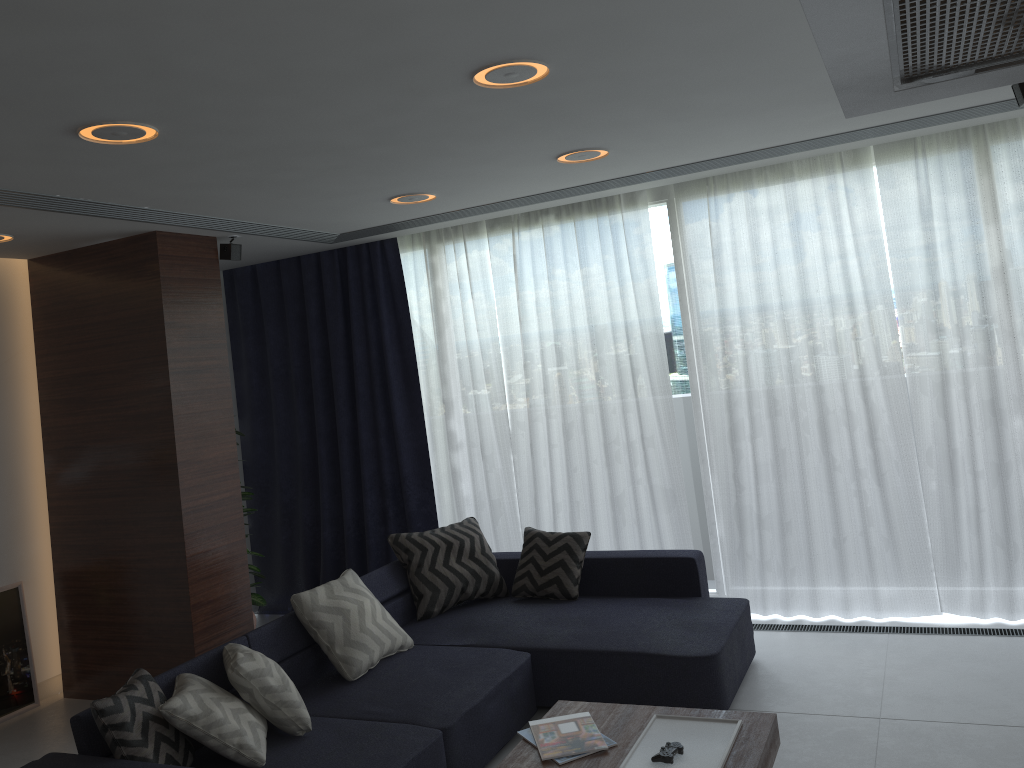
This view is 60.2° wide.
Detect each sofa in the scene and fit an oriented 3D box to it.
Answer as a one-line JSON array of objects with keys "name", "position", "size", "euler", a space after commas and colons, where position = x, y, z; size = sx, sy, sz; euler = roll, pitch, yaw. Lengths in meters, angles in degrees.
[{"name": "sofa", "position": [-0.167, 1.255, 3.736], "size": [1.890, 0.610, 2.880], "euler": [-6, 1, 25]}]

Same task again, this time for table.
[{"name": "table", "position": [0.384, 1.345, 2.784], "size": [0.802, 0.354, 0.802], "euler": [-6, 1, 25]}]

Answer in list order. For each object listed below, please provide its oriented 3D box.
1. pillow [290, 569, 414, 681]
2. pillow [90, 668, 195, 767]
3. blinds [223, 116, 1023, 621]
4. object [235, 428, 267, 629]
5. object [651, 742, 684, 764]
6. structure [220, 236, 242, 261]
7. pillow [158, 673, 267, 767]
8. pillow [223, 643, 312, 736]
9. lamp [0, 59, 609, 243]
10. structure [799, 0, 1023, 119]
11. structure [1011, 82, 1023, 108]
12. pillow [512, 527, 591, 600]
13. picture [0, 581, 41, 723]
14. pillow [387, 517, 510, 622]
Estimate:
[{"name": "pillow", "position": [-0.742, 1.111, 4.114], "size": [0.341, 0.389, 0.496], "euler": [-7, -1, 25]}, {"name": "pillow", "position": [-1.251, 1.202, 3.038], "size": [0.221, 0.387, 0.414], "euler": [-6, -1, -5]}, {"name": "blinds", "position": [-0.114, 0.183, 2.862], "size": [7.100, 2.783, 5.815], "euler": [-6, 1, 29]}, {"name": "object", "position": [-1.876, 0.777, 5.716], "size": [0.504, 1.853, 0.480], "euler": [-6, -3, -7]}, {"name": "object", "position": [0.487, 1.146, 2.757], "size": [0.070, 0.036, 0.113], "euler": [-6, 1, 38]}, {"name": "structure", "position": [-1.684, -0.805, 5.285], "size": [0.114, 0.143, 0.084], "euler": [-8, -2, 30]}, {"name": "pillow", "position": [-1.063, 1.212, 3.198], "size": [0.331, 0.295, 0.414], "euler": [-6, 0, -13]}, {"name": "pillow", "position": [-0.969, 1.186, 3.467], "size": [0.281, 0.352, 0.416], "euler": [-6, -1, -22]}, {"name": "lamp", "position": [-1.369, -0.736, 0.146], "size": [5.333, 0.085, 9.588], "euler": [-6, 2, 11]}, {"name": "structure", "position": [0.615, -0.632, 0.353], "size": [1.039, 0.763, 0.447], "euler": [-7, -2, 25]}, {"name": "structure", "position": [2.080, -1.195, 3.548], "size": [0.114, 0.143, 0.084], "euler": [-7, -2, 15]}, {"name": "pillow", "position": [0.211, 0.988, 4.870], "size": [0.413, 0.346, 0.287], "euler": [-7, -1, 30]}, {"name": "picture", "position": [-2.846, 1.493, 4.803], "size": [0.083, 0.702, 0.501], "euler": [-8, -2, 25]}, {"name": "pillow", "position": [-0.348, 1.061, 4.956], "size": [0.600, 0.520, 0.353], "euler": [-6, -2, -35]}]
